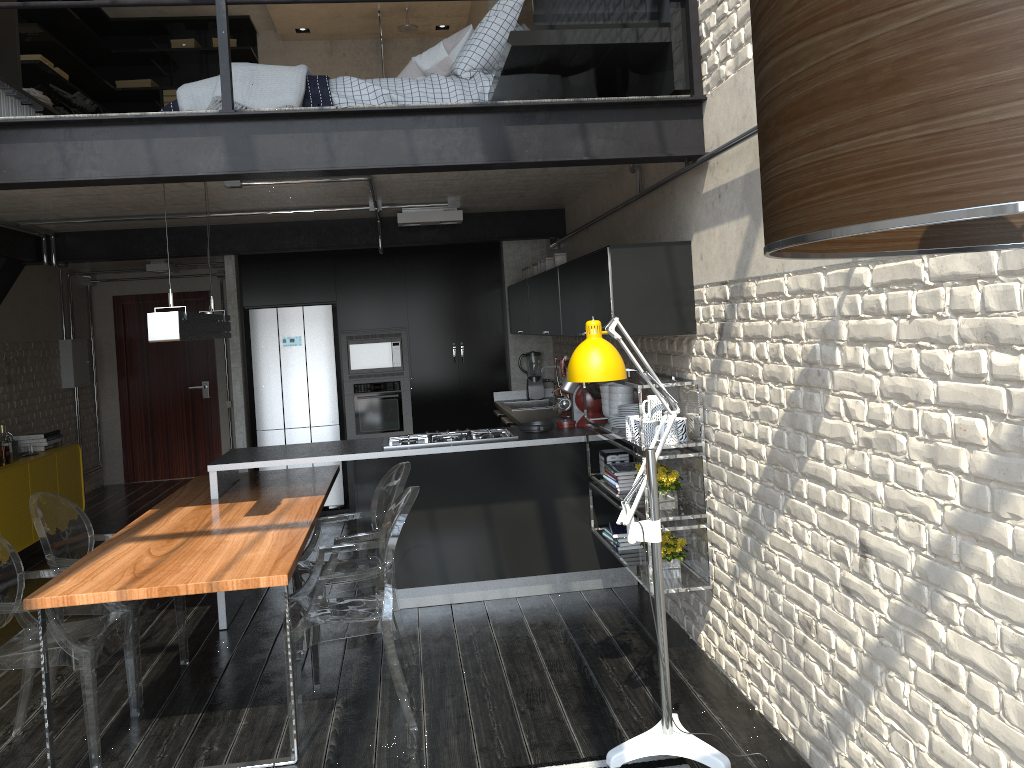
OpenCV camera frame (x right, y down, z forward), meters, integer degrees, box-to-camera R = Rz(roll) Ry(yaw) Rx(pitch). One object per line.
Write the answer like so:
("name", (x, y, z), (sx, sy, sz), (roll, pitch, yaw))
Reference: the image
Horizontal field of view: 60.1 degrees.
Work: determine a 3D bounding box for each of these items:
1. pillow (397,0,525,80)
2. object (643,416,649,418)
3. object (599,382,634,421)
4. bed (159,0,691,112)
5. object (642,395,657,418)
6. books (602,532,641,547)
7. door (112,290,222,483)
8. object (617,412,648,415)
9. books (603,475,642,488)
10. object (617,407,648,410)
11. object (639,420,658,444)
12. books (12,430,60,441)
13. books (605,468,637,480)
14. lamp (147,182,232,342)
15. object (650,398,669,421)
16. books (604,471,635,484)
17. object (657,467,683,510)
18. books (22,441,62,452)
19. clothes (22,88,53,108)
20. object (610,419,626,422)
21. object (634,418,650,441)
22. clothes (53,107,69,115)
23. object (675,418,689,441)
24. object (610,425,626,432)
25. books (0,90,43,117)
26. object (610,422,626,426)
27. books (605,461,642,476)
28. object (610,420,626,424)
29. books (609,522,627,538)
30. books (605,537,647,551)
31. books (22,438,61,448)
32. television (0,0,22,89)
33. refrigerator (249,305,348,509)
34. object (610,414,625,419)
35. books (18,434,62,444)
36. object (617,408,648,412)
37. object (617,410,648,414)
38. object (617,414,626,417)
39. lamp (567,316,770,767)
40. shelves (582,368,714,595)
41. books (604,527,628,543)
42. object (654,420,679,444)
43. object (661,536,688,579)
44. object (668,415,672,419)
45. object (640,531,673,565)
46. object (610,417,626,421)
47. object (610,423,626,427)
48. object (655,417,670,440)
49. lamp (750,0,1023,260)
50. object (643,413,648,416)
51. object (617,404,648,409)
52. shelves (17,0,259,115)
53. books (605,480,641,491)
("pillow", (-0.192, -1.970, 5.660), (1.144, 0.732, 2.140), (-4, 4, -9))
("object", (0.664, 0.204, 4.243), (0.108, 0.100, 0.083), (-4, 2, -18))
("object", (0.590, 0.101, 4.941), (0.150, 0.216, 0.310), (-4, 3, -9))
("bed", (-0.838, -1.687, 5.798), (2.696, 0.840, 4.487), (-4, 4, -7))
("object", (0.670, 0.106, 4.198), (0.108, 0.100, 0.083), (-3, 2, 7))
("books", (0.627, 0.827, 4.777), (0.201, 0.023, 0.279), (-4, 4, -12))
("door", (-4.087, 0.022, 10.568), (1.134, 2.214, 0.195), (-4, 0, -7))
("object", (0.626, 0.157, 4.536), (0.171, 0.029, 0.171), (-4, 4, -2))
("books", (0.625, 0.512, 4.743), (0.211, 0.021, 0.293), (-4, 4, -7))
("object", (0.625, 0.131, 4.536), (0.171, 0.029, 0.171), (-4, 4, -2))
("object", (0.632, 0.219, 4.046), (0.108, 0.100, 0.083), (-4, 2, -18))
("books", (-4.094, 0.441, 7.625), (0.259, 0.038, 0.326), (-4, 4, -5))
("books", (0.635, 0.472, 4.744), (0.211, 0.021, 0.293), (-4, 4, -6))
("lamp", (-1.491, -0.648, 4.094), (0.125, 0.889, 1.090), (-4, 3, -7))
("object", (0.686, 0.115, 4.064), (0.108, 0.100, 0.083), (-4, 2, -18))
("books", (0.631, 0.492, 4.744), (0.211, 0.021, 0.293), (-4, 4, -9))
("object", (0.712, 0.483, 4.132), (0.182, 0.192, 0.175), (-3, 2, 5))
("books", (-4.091, 0.543, 7.638), (0.259, 0.044, 0.352), (-4, 4, -5))
("clothes", (-4.412, -2.535, 8.078), (0.350, 0.315, 0.473), (-4, 3, -2))
("object", (0.628, 0.188, 4.538), (0.252, 0.031, 0.251), (-7, 5, -38))
("object", (0.619, 0.213, 4.160), (0.083, 0.100, 0.109), (-3, 2, 27))
("clothes", (-4.396, -2.539, 8.516), (0.281, 0.266, 0.371), (-4, 3, 1))
("object", (0.775, 0.208, 4.090), (0.083, 0.100, 0.109), (-3, 2, 27))
("object", (0.630, 0.220, 4.538), (0.252, 0.031, 0.251), (-7, 5, -38))
("books", (-2.844, -1.480, 4.869), (0.167, 0.224, 0.976), (-4, 4, -7))
("object", (0.629, 0.204, 4.538), (0.252, 0.031, 0.251), (-7, 5, -38))
("books", (0.628, 0.453, 4.743), (0.211, 0.021, 0.293), (-4, 4, -4))
("object", (0.628, 0.196, 4.538), (0.252, 0.031, 0.251), (-7, 5, -38))
("books", (0.634, 0.784, 4.778), (0.201, 0.023, 0.279), (-3, 4, 2))
("books", (0.634, 0.848, 4.778), (0.201, 0.023, 0.279), (-4, 4, -7))
("books", (-4.083, 0.506, 7.627), (0.259, 0.031, 0.329), (-4, 4, -9))
("television", (-3.048, -2.045, 4.889), (0.296, 0.860, 1.320), (-4, 3, -7))
("refrigerator", (-1.926, 0.216, 8.028), (0.724, 1.822, 0.499), (-4, 1, -7))
("object", (0.627, 0.172, 4.538), (0.252, 0.031, 0.251), (-7, 5, -38))
("books", (-4.098, 0.475, 7.637), (0.287, 0.031, 0.352), (-4, 4, -7))
("object", (0.625, 0.140, 4.536), (0.171, 0.029, 0.171), (-4, 4, -2))
("object", (0.626, 0.148, 4.536), (0.171, 0.029, 0.171), (-4, 4, -2))
("object", (0.627, 0.166, 4.537), (0.171, 0.029, 0.171), (-4, 4, -2))
("lamp", (0.494, 0.599, 2.566), (0.630, 1.616, 1.575), (-3, 2, 6))
("shelves", (0.651, 0.420, 4.540), (0.288, 0.925, 1.252), (-4, 3, -7))
("books", (0.631, 0.805, 4.778), (0.201, 0.023, 0.279), (-4, 4, -9))
("object", (0.700, 0.217, 4.019), (0.108, 0.100, 0.083), (-3, 2, 7))
("object", (0.736, 0.800, 4.135), (0.175, 0.192, 0.183), (-3, 2, 15))
("object", (0.753, 0.200, 4.223), (0.108, 0.100, 0.083), (-4, 2, -8))
("object", (0.709, 0.789, 4.316), (0.182, 0.192, 0.175), (-3, 2, 5))
("object", (0.627, 0.180, 4.538), (0.252, 0.031, 0.251), (-7, 5, -38))
("object", (0.629, 0.212, 4.538), (0.252, 0.031, 0.251), (-7, 5, -38))
("object", (0.691, 0.210, 4.132), (0.108, 0.100, 0.083), (-3, 2, 7))
("lamp", (0.752, 0.395, 0.132), (0.557, 2.325, 1.845), (-4, 2, -20))
("object", (0.678, 0.195, 4.350), (0.083, 0.100, 0.109), (-3, 2, 27))
("object", (0.624, 0.122, 4.536), (0.171, 0.029, 0.171), (-4, 4, -2))
("shelves", (-3.860, -2.702, 9.186), (2.125, 2.787, 2.678), (-4, 2, -7))
("books", (0.633, 0.532, 4.744), (0.211, 0.021, 0.293), (-4, 4, -7))
